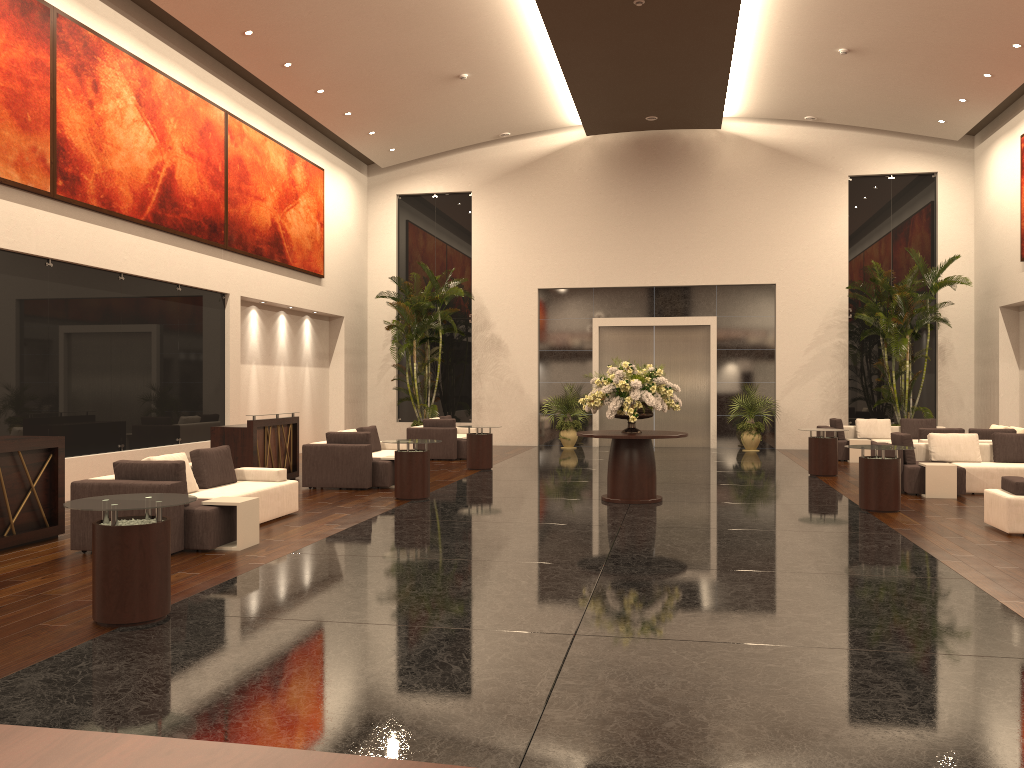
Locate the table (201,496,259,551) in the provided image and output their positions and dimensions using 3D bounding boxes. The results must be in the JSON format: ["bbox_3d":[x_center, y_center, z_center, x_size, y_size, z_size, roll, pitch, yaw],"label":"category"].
[{"bbox_3d":[-2.751,1.360,8.677,0.400,0.460,0.400,0,0,11],"label":"table"}]

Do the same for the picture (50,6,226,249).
[{"bbox_3d":[-5.645,-3.712,13.889,0.070,2.526,4.515,0,0,11],"label":"picture"}]

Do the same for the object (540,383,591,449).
[{"bbox_3d":[1.414,0.750,21.927,1.297,1.682,1.373,0,0,44],"label":"object"}]

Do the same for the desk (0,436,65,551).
[{"bbox_3d":[-5.247,1.066,8.029,0.700,1.043,2.606,0,0,11],"label":"desk"}]

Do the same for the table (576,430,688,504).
[{"bbox_3d":[1.638,1.127,12.132,1.498,0.921,1.498,0,0,2],"label":"table"}]

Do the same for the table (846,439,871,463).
[{"bbox_3d":[7.067,1.360,18.098,0.400,0.460,0.400,0,0,11],"label":"table"}]

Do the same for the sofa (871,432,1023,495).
[{"bbox_3d":[6.901,1.158,13.025,2.846,0.862,1.291,0,0,11],"label":"sofa"}]

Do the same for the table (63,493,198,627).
[{"bbox_3d":[-2.578,1.190,6.019,0.844,0.795,0.833,0,0,-40],"label":"table"}]

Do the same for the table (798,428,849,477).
[{"bbox_3d":[5.405,1.190,15.407,0.833,0.795,0.844,0,0,-28],"label":"table"}]

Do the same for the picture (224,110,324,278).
[{"bbox_3d":[-4.800,-3.712,18.331,0.070,2.526,4.515,0,0,11],"label":"picture"}]

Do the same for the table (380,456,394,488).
[{"bbox_3d":[-1.785,1.360,13.760,0.400,0.460,0.400,0,0,11],"label":"table"}]

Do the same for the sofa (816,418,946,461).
[{"bbox_3d":[7.960,1.158,18.598,2.846,0.862,1.291,0,0,11],"label":"sofa"}]

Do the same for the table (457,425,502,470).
[{"bbox_3d":[-0.604,1.190,16.550,0.833,0.795,0.844,0,0,-28],"label":"table"}]

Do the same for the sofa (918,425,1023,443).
[{"bbox_3d":[7.756,1.158,15.972,2.586,0.862,3.366,0,0,11],"label":"sofa"}]

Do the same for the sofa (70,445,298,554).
[{"bbox_3d":[-3.251,1.158,9.570,1.291,0.862,2.846,0,0,11],"label":"sofa"}]

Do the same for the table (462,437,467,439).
[{"bbox_3d":[-0.816,1.360,18.859,0.400,0.460,0.400,0,0,11],"label":"table"}]

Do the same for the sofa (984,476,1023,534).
[{"bbox_3d":[6.696,1.158,10.399,2.586,0.862,3.366,0,0,11],"label":"sofa"}]

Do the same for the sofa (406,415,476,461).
[{"bbox_3d":[-1.315,1.158,19.752,1.291,0.862,2.846,0,0,11],"label":"sofa"}]

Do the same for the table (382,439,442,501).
[{"bbox_3d":[-1.384,1.190,12.298,0.833,0.795,0.844,0,0,-28],"label":"table"}]

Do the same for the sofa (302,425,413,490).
[{"bbox_3d":[-2.285,1.158,14.653,1.291,0.862,2.846,0,0,11],"label":"sofa"}]

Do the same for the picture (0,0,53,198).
[{"bbox_3d":[-6.488,-3.712,9.450,0.070,2.526,4.515,0,0,11],"label":"picture"}]

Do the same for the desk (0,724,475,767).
[{"bbox_3d":[-0.612,1.002,0.252,7.146,1.171,1.674,0,0,12],"label":"desk"}]

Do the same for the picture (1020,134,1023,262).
[{"bbox_3d":[9.804,-3.712,15.554,0.070,2.526,4.515,0,0,11],"label":"picture"}]

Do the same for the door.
[{"bbox_3d":[3.580,0.064,22.349,2.767,3.048,0.040,0,0,11],"label":"door"}]

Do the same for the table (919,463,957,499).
[{"bbox_3d":[6.008,1.360,12.525,0.400,0.460,0.400,0,0,11],"label":"table"}]

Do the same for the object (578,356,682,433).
[{"bbox_3d":[1.663,0.119,12.125,1.453,1.097,1.402,0,0,-33],"label":"object"}]

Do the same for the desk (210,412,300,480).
[{"bbox_3d":[-4.048,1.030,14.179,0.760,1.114,1.634,0,0,11],"label":"desk"}]

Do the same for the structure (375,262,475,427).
[{"bbox_3d":[-2.155,-0.715,22.182,2.436,4.611,2.531,0,0,-18],"label":"structure"}]

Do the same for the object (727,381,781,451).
[{"bbox_3d":[5.660,0.750,21.067,1.373,1.682,1.297,0,0,-41],"label":"object"}]

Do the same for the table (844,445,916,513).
[{"bbox_3d":[4.625,1.190,11.156,0.833,0.795,0.844,0,0,-28],"label":"table"}]

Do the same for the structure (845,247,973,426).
[{"bbox_3d":[8.849,-0.715,19.945,2.436,4.611,2.531,0,0,-18],"label":"structure"}]
